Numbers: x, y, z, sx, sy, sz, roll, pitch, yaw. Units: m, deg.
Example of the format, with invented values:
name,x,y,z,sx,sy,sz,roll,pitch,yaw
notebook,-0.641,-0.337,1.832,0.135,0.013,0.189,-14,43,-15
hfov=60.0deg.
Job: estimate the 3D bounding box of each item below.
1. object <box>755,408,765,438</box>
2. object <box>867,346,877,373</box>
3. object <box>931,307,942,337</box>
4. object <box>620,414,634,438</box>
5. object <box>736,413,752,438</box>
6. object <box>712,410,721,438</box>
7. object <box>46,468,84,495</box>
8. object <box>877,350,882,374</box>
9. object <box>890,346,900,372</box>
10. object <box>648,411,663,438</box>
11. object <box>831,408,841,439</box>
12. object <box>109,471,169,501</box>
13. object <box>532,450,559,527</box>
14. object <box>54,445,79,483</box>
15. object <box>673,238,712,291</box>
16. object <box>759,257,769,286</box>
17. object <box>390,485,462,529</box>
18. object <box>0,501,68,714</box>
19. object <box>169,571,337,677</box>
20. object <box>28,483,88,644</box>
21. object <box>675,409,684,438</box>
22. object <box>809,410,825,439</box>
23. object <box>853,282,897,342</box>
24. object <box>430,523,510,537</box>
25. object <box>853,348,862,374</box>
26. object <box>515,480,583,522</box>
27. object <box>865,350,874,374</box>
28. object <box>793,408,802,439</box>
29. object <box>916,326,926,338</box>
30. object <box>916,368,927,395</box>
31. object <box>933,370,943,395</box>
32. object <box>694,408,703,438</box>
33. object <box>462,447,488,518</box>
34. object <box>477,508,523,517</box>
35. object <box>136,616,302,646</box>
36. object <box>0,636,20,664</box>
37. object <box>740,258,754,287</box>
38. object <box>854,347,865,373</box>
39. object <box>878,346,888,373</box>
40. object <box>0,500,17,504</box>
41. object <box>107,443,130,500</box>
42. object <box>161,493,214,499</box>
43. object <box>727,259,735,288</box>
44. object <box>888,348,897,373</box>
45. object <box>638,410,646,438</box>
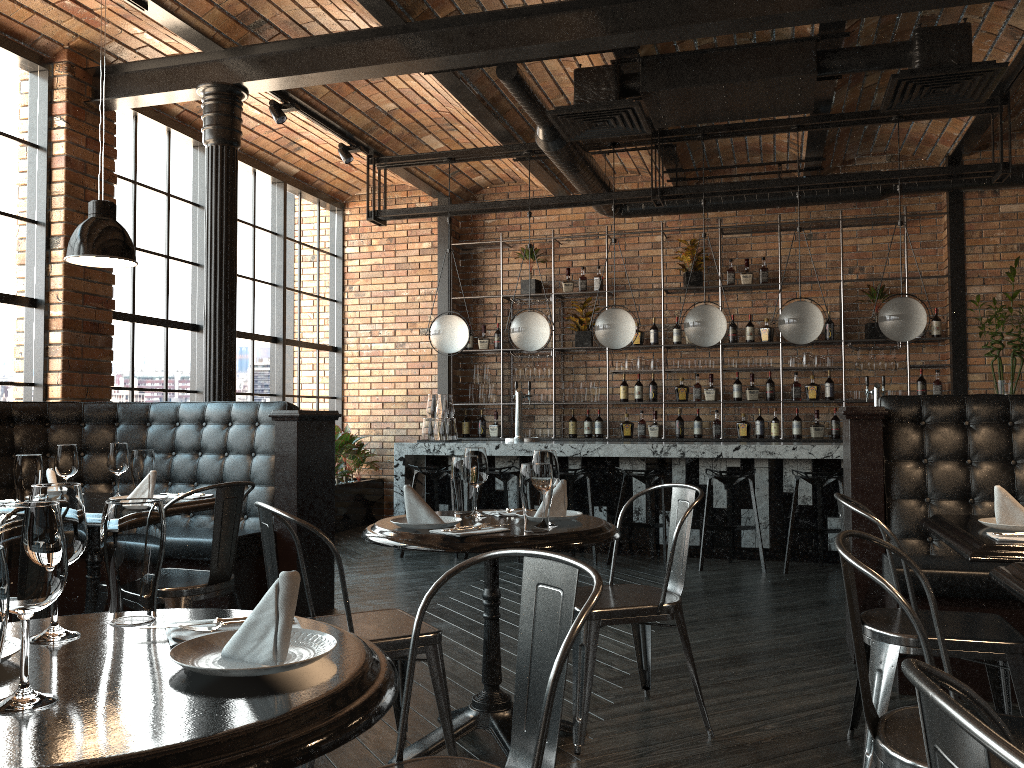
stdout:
name,x,y,z,sx,sy,sz,roll,pitch,yaw
object,2.444,0.387,8.739,0.086,0.298,0.086,1,-2,-24
object,3.395,-0.229,8.369,0.092,0.244,0.092,1,-3,-34
object,3.985,-0.570,8.329,0.086,0.298,0.086,1,-2,-19
object,1.180,0.430,9.101,0.151,0.248,0.094,0,-2,6
object,2.292,0.414,8.769,0.151,0.248,0.094,-1,-2,26
object,2.043,0.400,8.845,0.083,0.282,0.083,0,-2,2
object,-1.995,0.440,3.870,0.232,0.139,0.232,-1,-2,11
object,3.537,-0.224,8.498,0.092,0.244,0.092,1,-3,-34
object,3.589,-0.232,8.311,0.092,0.244,0.092,1,-3,-34
object,1.457,0.410,9.006,0.123,0.279,0.123,-1,-3,30
object,3.112,0.376,8.529,0.086,0.299,0.086,1,-2,-24
object,-1.570,0.434,3.737,0.232,0.139,0.232,-1,-2,14
object,0.108,0.337,2.873,0.092,0.244,0.092,-1,-2,16
object,-1.836,0.373,3.652,0.092,0.244,0.092,1,-2,-23
object,1.824,-1.223,9.010,0.425,0.526,0.430,-1,-2,19
object,2.488,-1.113,8.769,0.083,0.282,0.083,0,-2,2
object,-0.278,0.397,2.876,0.232,0.139,0.232,1,-3,-29
object,-0.599,0.270,1.092,0.092,0.244,0.092,-1,-2,13
object,-0.371,0.335,1.282,0.232,0.139,0.232,1,-3,-29
object,-0.732,0.283,1.421,0.092,0.244,0.092,1,-2,-20
object,1.687,0.396,8.925,0.086,0.297,0.086,2,-3,-39
object,2.945,0.389,8.561,0.123,0.279,0.123,0,-2,5
object,3.472,-0.693,8.422,0.374,0.560,0.398,0,-2,-11
object,-0.114,0.446,2.744,0.255,0.019,0.157,2,-3,-43
object,3.336,-0.221,8.558,0.092,0.244,0.092,1,-3,-34
object,0.127,0.402,3.065,0.232,0.139,0.232,0,-2,-14
object,3.442,-0.223,8.527,0.092,0.244,0.092,1,-3,-34
object,2.778,0.381,8.634,0.086,0.298,0.086,1,-2,-24
object,3.843,-0.560,8.342,0.083,0.282,0.083,-2,-3,32
object,3.845,0.002,8.324,0.086,0.299,0.086,1,-2,-24
object,3.974,0.008,8.282,0.083,0.282,0.083,-1,-2,27
object,1.870,0.395,8.905,0.086,0.298,0.086,1,-2,-24
object,-0.130,0.348,3.137,0.092,0.244,0.092,-1,-2,16
object,-0.006,0.465,3.238,0.255,0.019,0.157,1,-2,-23
object,-0.480,0.397,1.458,0.255,0.019,0.157,1,-2,-23
object,-0.816,0.335,1.243,0.232,0.139,0.232,-1,-2,13
object,2.337,-1.108,8.815,0.123,0.279,0.123,-1,-2,20
object,3.289,-0.227,8.400,0.092,0.244,0.092,1,-3,-34
object,3.489,-0.230,8.340,0.092,0.244,0.092,1,-3,-34
object,-2.058,0.487,3.654,0.255,0.019,0.157,-1,-2,17
object,-1.729,0.382,3.892,0.092,0.244,0.092,1,-2,-23
object,-1.486,0.498,3.978,0.255,0.019,0.157,-1,-2,17
object,2.188,-1.109,8.858,0.083,0.282,0.083,-1,-2,17
object,3.636,-0.226,8.469,0.092,0.244,0.092,1,-3,-34
object,1.328,0.410,9.058,0.083,0.282,0.083,-1,-2,17
